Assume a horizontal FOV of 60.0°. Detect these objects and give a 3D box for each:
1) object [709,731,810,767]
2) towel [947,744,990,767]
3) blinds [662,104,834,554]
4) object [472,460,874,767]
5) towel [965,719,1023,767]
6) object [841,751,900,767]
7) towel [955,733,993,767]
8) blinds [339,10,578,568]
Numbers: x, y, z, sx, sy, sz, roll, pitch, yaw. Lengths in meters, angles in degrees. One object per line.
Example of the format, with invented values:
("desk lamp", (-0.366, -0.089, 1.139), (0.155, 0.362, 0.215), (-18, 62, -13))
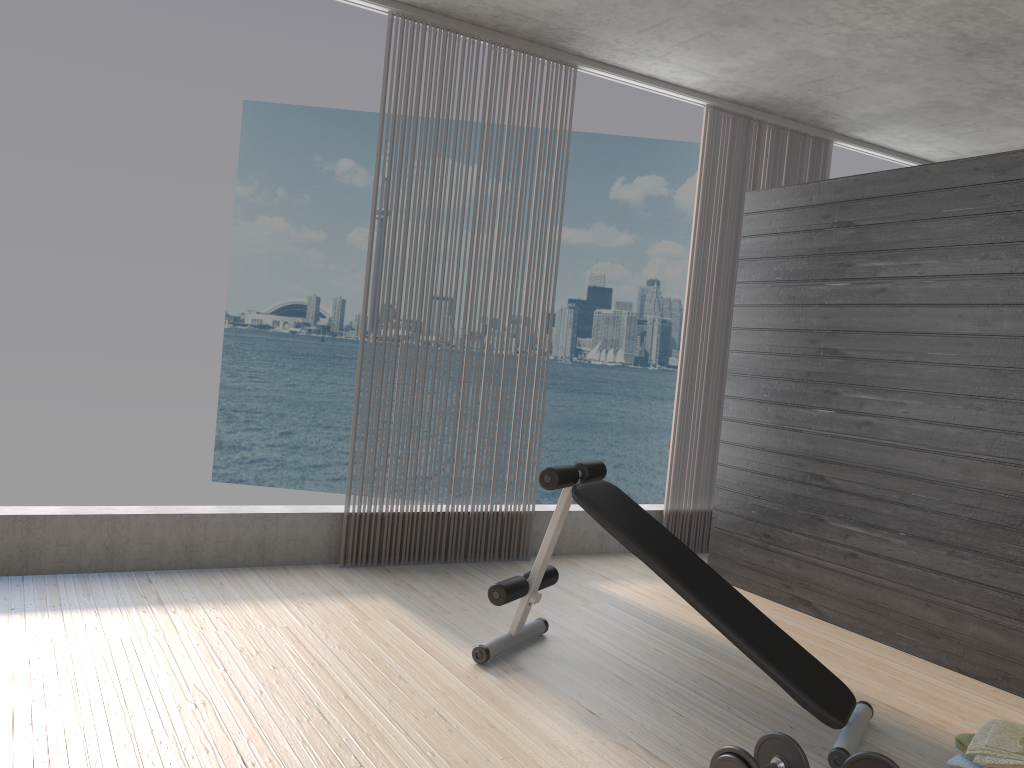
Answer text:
("object", (0.660, 1.037, 2.363), (0.385, 0.176, 0.176), (4, 3, -38))
("towel", (1.507, 1.125, 2.524), (0.383, 0.078, 0.383), (5, 2, -13))
("blinds", (1.512, -0.289, 5.648), (1.133, 2.744, 0.069), (4, 2, -30))
("object", (0.574, 0.711, 3.113), (1.312, 0.746, 0.505), (7, 2, 29))
("towel", (1.523, 1.035, 2.515), (0.373, 0.123, 0.384), (7, 3, 44))
("object", (0.901, 1.054, 2.249), (0.176, 0.176, 0.385), (7, 2, 32))
("towel", (1.527, 1.090, 2.543), (0.376, 0.085, 0.371), (4, 2, -25))
("blinds", (-0.248, -0.421, 4.637), (1.133, 2.744, 0.069), (4, 2, -30))
